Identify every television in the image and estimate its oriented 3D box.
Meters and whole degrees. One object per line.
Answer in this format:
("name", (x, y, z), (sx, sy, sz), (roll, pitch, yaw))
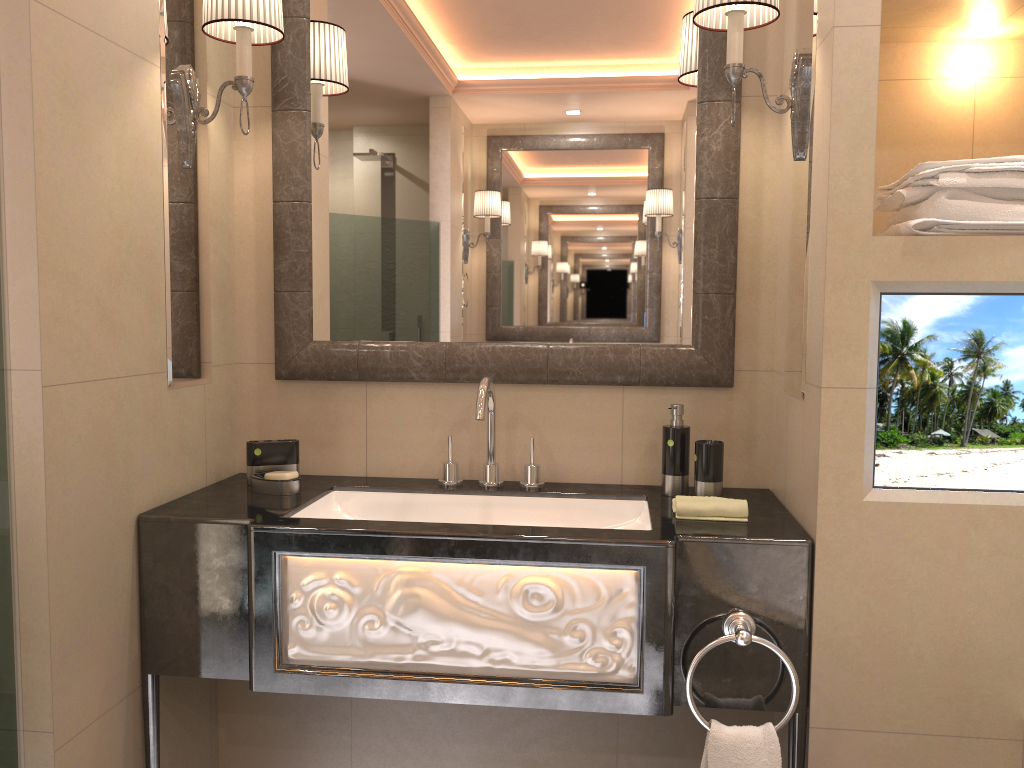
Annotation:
("television", (0.946, 0.017, 1.599), (0.564, 0.360, 0.025), (1, 4, 7))

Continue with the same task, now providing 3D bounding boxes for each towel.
("towel", (0.785, -0.515, 0.189), (0.517, 0.726, 3.195), (1, 4, 7))
("towel", (0.417, 0.841, 1.626), (0.173, 0.455, 0.116), (0, 5, -12))
("towel", (0.407, 0.252, 1.828), (0.149, 0.039, 0.096), (1, 4, 8))

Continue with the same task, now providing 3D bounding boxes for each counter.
("counter", (-0.079, 0.687, 1.966), (1.330, 0.858, 0.543), (1, 4, 7))

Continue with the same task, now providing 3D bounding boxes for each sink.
("sink", (-0.079, 0.341, 1.915), (0.760, 0.135, 0.349), (1, 4, 7))

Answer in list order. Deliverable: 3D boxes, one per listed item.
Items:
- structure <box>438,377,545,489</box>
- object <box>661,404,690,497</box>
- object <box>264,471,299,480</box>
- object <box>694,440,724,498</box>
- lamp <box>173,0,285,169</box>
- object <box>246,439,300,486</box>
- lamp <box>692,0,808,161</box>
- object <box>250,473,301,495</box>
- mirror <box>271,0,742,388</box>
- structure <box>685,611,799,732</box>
("structure", (-0.033, 0.113, 2.098), (0.223, 0.268, 0.242), (-2, 5, -28))
("object", (0.376, 0.151, 2.034), (0.063, 0.208, 0.063), (0, 5, -12))
("object", (-0.528, 0.210, 2.032), (0.077, 0.022, 0.051), (3, 5, 27))
("object", (0.435, 0.194, 1.960), (0.063, 0.134, 0.063), (4, 6, 40))
("lamp", (-0.612, -0.700, 1.947), (0.223, 0.444, 0.174), (1, 4, 7))
("object", (-0.575, 0.188, 2.134), (0.124, 0.104, 0.038), (-1, 5, -19))
("lamp", (0.482, -0.681, 1.815), (0.223, 0.444, 0.174), (1, 4, 7))
("object", (-0.544, 0.230, 2.043), (0.133, 0.035, 0.080), (2, 5, 25))
("mirror", (-0.031, -0.659, 2.115), (1.131, 1.321, 0.041), (1, 4, 7))
("structure", (0.420, 0.539, 1.631), (0.203, 0.226, 0.074), (1, 4, 7))
